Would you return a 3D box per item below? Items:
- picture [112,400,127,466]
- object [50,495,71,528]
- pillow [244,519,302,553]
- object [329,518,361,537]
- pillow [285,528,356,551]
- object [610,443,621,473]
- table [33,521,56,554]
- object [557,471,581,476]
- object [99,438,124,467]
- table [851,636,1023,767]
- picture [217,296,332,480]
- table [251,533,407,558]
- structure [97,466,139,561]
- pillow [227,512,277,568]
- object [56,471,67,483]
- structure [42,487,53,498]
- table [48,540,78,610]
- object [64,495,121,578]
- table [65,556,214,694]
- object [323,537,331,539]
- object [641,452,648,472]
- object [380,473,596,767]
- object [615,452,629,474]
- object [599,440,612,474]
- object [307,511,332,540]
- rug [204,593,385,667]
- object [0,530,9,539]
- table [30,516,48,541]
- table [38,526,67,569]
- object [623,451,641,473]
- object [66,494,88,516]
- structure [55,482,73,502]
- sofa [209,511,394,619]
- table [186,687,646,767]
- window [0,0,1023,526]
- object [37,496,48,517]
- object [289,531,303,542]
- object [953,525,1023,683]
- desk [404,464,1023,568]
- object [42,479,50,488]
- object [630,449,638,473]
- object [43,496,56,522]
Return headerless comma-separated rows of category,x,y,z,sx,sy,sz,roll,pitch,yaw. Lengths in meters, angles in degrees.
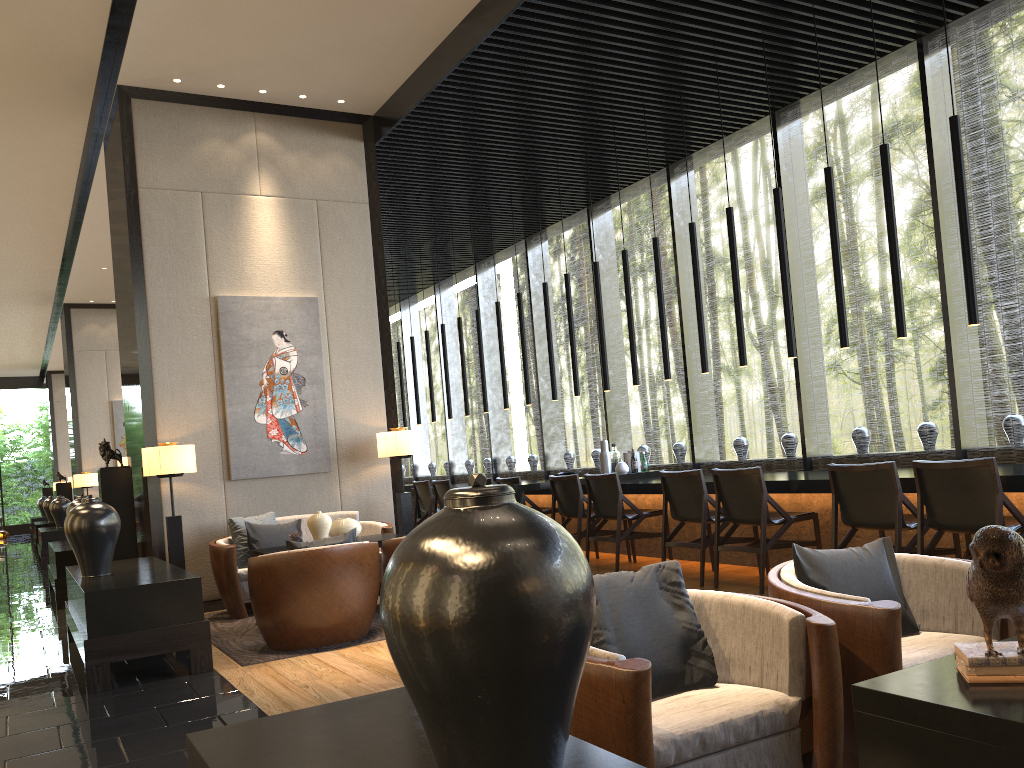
picture,-6.337,1.014,15.171,0.833,1.500,0.037,-4,-2,-30
object,-6.783,1.918,13.331,0.311,0.492,0.312,-4,-2,-11
pillow,-1.843,1.222,6.885,0.471,0.360,0.220,-3,-3,-33
object,-1.215,1.057,6.418,0.245,0.167,0.246,-3,-4,-27
pillow,-1.117,1.042,5.253,0.441,0.338,0.205,-3,-2,-23
object,1.034,0.749,8.879,0.129,0.305,0.129,-3,-2,-44
table,-8.650,2.851,16.679,0.619,0.512,1.968,-3,-5,-30
object,0.551,0.885,8.527,0.227,0.067,0.228,-3,-5,-27
object,-3.310,0.568,7.299,0.176,0.245,0.116,-4,-2,-30
table,1.295,0.811,1.776,1.040,0.516,0.578,-3,-4,-29
picture,-1.972,0.017,7.385,0.833,1.500,0.037,-4,-2,-30
table,-1.251,1.392,6.317,1.040,0.516,0.578,-3,-4,-29
structure,-3.230,1.290,7.290,0.240,1.216,0.241,-4,-2,-30
pillow,-2.008,1.223,6.971,0.201,0.399,0.432,-6,-3,39
object,-7.690,1.582,15.106,0.161,0.217,0.102,-3,-3,-41
structure,-11.989,3.291,22.914,0.240,1.216,0.241,-4,-2,-30
table,-4.276,1.852,8.877,0.619,0.512,1.968,-3,-5,-30
object,-2.543,0.918,5.379,0.311,0.492,0.312,-4,-2,-11
table,-2.388,1.420,5.510,0.619,0.512,1.968,-3,-5,-30
object,-1.212,1.093,6.191,0.173,0.051,0.138,-2,-5,-34
object,1.313,0.773,8.800,0.056,0.197,0.056,-4,-2,-28
object,-0.029,0.375,1.283,0.311,0.492,0.312,-3,-3,-41
object,1.077,0.775,8.708,0.135,0.217,0.136,-3,-3,-42
object,0.924,0.729,8.769,0.113,0.344,0.113,-4,-2,-34
object,-1.361,1.020,6.273,0.171,0.235,0.171,-5,-2,5
rug,-1.183,1.646,6.334,1.955,0.008,2.250,-2,-5,-29
object,-13.121,3.861,22.709,0.371,0.229,0.369,-7,-4,33
table,-11.147,3.421,21.134,0.619,0.512,1.968,-3,-5,-30
table,-6.762,2.419,13.312,0.619,0.512,1.968,-3,-5,-30
object,1.208,0.780,8.915,0.168,0.219,0.169,-3,-3,-34
object,-4.332,1.358,8.958,0.312,0.492,0.311,-7,-3,42
structure,-7.604,2.289,15.092,0.240,1.216,0.241,-4,-2,-30
sofa,-1.653,1.400,7.044,1.446,0.692,0.605,-3,-3,-29
table,0.074,0.858,1.117,0.619,0.512,1.968,-3,-5,-30
window,-5.785,0.313,11.252,12.035,4.220,32.010,-2,-5,-29
object,-11.193,2.925,21.197,0.311,0.492,0.312,-4,-2,-11
object,-1.531,1.097,6.276,0.091,0.112,0.091,-6,-3,23
object,0.957,0.419,1.715,0.174,0.309,0.229,-5,-2,16
desk,-1.670,1.835,12.870,1.777,0.758,28.846,-3,-5,-29
object,-12.067,2.568,22.918,0.176,0.245,0.116,-4,-2,-25
object,1.210,0.760,8.789,0.066,0.237,0.067,-4,-2,-36
object,-8.664,2.348,16.685,0.311,0.492,0.312,-4,-2,-11
